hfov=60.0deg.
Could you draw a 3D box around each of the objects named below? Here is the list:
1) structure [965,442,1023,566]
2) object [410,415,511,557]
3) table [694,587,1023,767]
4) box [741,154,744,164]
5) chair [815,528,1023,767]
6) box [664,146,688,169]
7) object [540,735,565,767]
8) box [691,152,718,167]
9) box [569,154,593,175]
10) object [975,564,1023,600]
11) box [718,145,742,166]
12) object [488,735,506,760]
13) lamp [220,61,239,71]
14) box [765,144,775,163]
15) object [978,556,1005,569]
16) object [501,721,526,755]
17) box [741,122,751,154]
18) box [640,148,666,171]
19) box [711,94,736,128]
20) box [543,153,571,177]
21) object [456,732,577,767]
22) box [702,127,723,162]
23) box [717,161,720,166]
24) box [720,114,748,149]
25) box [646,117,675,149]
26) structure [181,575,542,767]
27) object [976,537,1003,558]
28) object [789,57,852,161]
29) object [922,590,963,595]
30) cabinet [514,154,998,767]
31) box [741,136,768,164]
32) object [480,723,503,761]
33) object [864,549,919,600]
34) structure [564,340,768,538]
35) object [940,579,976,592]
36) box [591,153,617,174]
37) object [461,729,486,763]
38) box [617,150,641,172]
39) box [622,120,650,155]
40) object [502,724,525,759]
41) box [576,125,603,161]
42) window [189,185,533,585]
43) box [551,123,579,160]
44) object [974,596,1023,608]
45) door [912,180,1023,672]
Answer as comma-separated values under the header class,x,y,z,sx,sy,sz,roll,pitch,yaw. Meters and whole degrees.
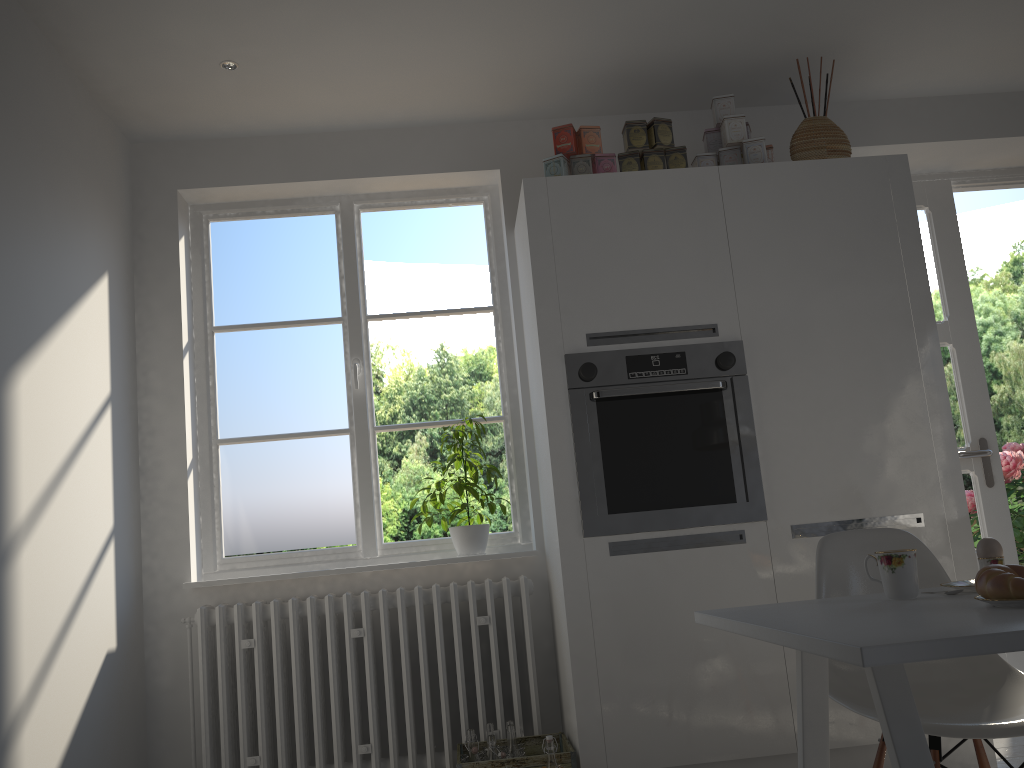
class,x,y,z,sx,sy,sz,roll,pitch,yaw
structure,3.200,0.898,5.227,1.175,1.272,1.270,-5,-10,-3
object,-0.202,0.397,3.400,0.374,0.527,0.329,-3,-10,-13
table,1.354,0.662,1.531,1.825,0.656,0.819,-5,-10,-4
box,0.852,-0.791,3.310,0.081,0.110,0.081,-8,-10,16
chair,0.943,0.712,1.952,0.465,0.796,0.546,-5,-10,-5
box,0.593,-0.788,3.199,0.081,0.110,0.081,-6,-10,6
object,0.126,1.206,2.687,0.065,0.265,0.065,-12,-11,37
box,0.714,-0.786,3.270,0.081,0.110,0.081,-5,-10,-4
box,0.249,-0.758,3.189,0.081,0.110,0.081,-6,-10,1
object,0.831,0.324,1.455,0.161,0.057,0.124,3,-14,-39
box,0.800,-0.800,3.238,0.081,0.110,0.081,-7,-10,11
object,-0.054,1.240,2.795,0.065,0.254,0.066,0,-11,-32
lamp,-0.976,-1.108,3.060,0.064,0.030,0.064,-3,-11,-11
box,0.923,-0.808,3.258,0.081,0.110,0.081,-7,-10,11
object,0.968,0.377,1.783,0.049,0.057,0.048,-13,-12,36
object,0.004,1.277,3.009,0.065,0.254,0.066,-7,-9,12
box,0.855,-0.903,3.307,0.081,0.110,0.081,-9,-10,21
box,0.508,-0.781,3.197,0.081,0.110,0.081,-5,-10,-4
box,0.790,-1.009,3.304,0.081,0.110,0.081,-6,-10,6
box,0.164,-0.752,3.177,0.081,0.110,0.081,-10,-11,25
object,0.013,1.291,2.903,0.373,0.202,0.322,-5,-10,-4
box,0.763,-0.892,3.321,0.081,0.110,0.081,-6,-10,6
box,0.767,-0.774,3.356,0.081,0.110,0.081,2,-12,-38
box,0.809,-0.914,3.231,0.081,0.110,0.081,-6,-10,1
box,0.531,-0.893,3.204,0.081,0.110,0.081,-1,-11,-24
structure,-0.936,1.157,3.143,2.100,0.756,0.176,-5,-9,-4
object,0.965,0.341,1.789,0.048,0.062,0.048,-5,-10,0
object,1.107,-0.972,3.234,0.229,0.449,0.092,-5,-9,-3
object,0.858,0.415,1.774,0.032,0.011,0.141,-4,-11,-7
cabinet,0.803,0.312,3.193,1.377,2.084,0.516,-5,-9,-4
box,0.873,-0.817,3.185,0.081,0.110,0.081,-7,-10,11
object,-0.066,1.282,3.004,0.065,0.254,0.065,-12,-11,37
object,0.762,0.378,1.754,0.078,0.095,0.091,-2,-10,-17
structure,0.557,0.195,3.057,0.726,0.605,0.324,-5,-9,-4
object,0.971,0.404,1.780,0.202,0.015,0.201,-15,-14,40
box,0.333,-0.764,3.198,0.081,0.110,0.081,-4,-10,-9
object,-0.127,1.273,2.925,0.065,0.254,0.066,-9,-10,22
box,0.429,-0.772,3.201,0.081,0.110,0.081,-7,-10,11
box,0.447,-0.885,3.204,0.081,0.110,0.081,-5,-10,-4
object,0.008,1.262,2.937,0.065,0.254,0.066,-7,-9,12
box,0.278,-0.868,3.214,0.081,0.110,0.081,-3,-10,-14
window,-0.623,-0.030,3.581,1.286,1.554,0.117,-5,-9,-4
box,0.193,-0.865,3.192,0.081,0.110,0.081,-8,-10,16
object,0.837,0.349,1.434,0.158,0.015,0.159,2,-13,-33
door,1.811,0.231,3.867,0.602,2.312,0.157,-5,-9,-4
